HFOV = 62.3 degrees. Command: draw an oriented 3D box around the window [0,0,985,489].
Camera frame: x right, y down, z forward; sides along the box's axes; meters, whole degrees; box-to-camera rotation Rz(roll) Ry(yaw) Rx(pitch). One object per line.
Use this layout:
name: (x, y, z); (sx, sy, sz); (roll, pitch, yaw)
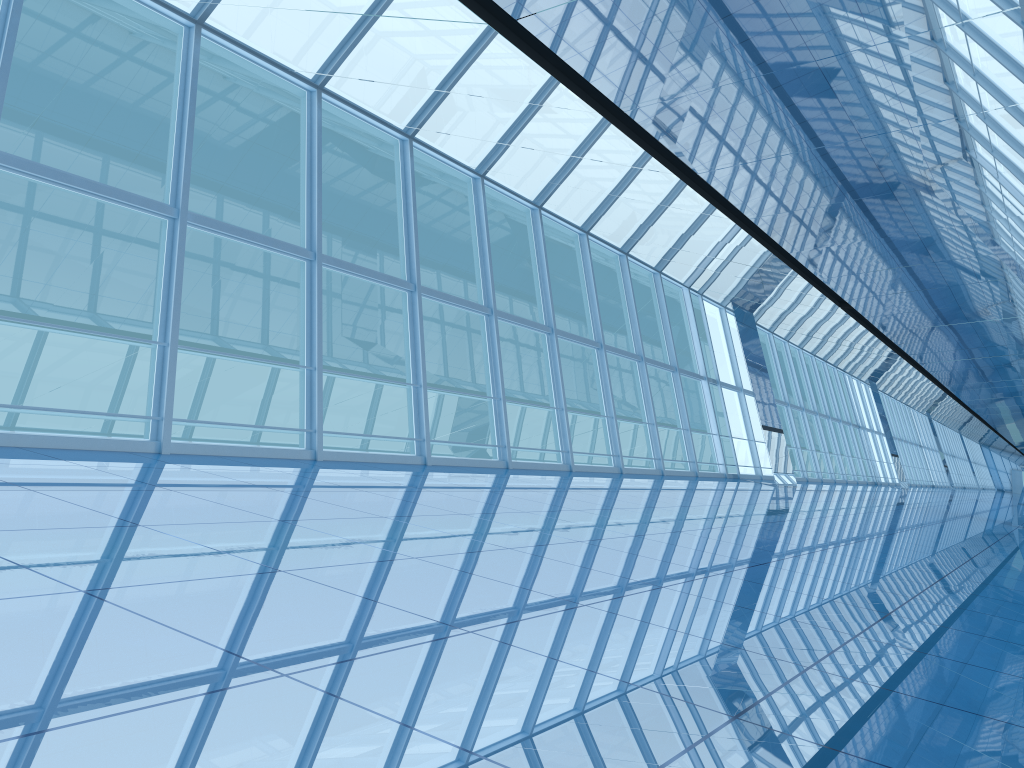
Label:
window: (23.275, 3.158, 41.777); (9.957, 4.971, 104.808); (5, -3, 34)
